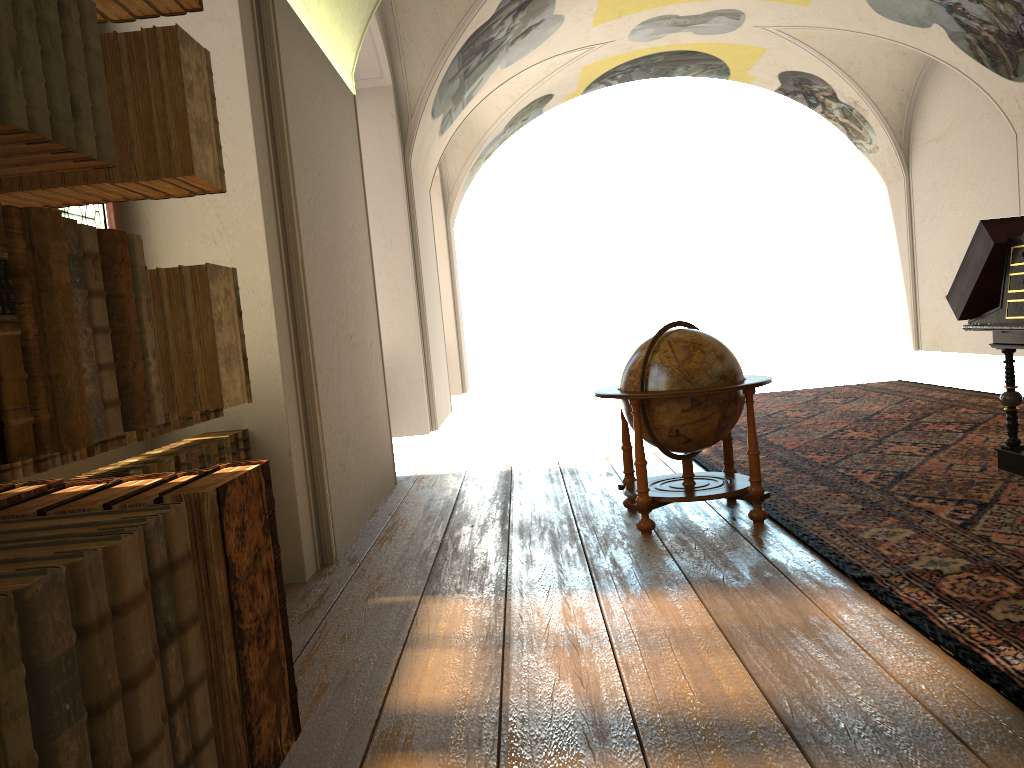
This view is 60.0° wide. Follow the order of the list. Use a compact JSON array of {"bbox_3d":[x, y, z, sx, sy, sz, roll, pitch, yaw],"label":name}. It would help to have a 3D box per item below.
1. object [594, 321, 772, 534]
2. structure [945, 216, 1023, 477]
[{"bbox_3d":[1.264,0.262,6.514,1.279,1.451,1.277,-2,5,38],"label":"object"},{"bbox_3d":[4.172,-0.267,6.283,1.245,1.984,1.888,-5,4,1],"label":"structure"}]
